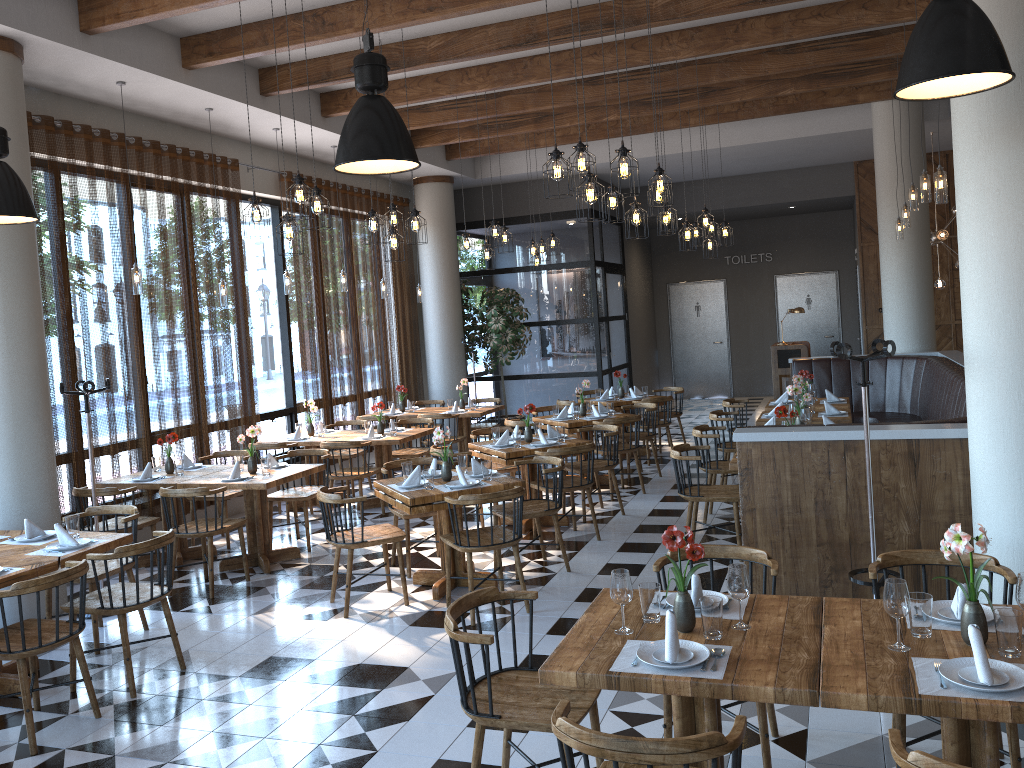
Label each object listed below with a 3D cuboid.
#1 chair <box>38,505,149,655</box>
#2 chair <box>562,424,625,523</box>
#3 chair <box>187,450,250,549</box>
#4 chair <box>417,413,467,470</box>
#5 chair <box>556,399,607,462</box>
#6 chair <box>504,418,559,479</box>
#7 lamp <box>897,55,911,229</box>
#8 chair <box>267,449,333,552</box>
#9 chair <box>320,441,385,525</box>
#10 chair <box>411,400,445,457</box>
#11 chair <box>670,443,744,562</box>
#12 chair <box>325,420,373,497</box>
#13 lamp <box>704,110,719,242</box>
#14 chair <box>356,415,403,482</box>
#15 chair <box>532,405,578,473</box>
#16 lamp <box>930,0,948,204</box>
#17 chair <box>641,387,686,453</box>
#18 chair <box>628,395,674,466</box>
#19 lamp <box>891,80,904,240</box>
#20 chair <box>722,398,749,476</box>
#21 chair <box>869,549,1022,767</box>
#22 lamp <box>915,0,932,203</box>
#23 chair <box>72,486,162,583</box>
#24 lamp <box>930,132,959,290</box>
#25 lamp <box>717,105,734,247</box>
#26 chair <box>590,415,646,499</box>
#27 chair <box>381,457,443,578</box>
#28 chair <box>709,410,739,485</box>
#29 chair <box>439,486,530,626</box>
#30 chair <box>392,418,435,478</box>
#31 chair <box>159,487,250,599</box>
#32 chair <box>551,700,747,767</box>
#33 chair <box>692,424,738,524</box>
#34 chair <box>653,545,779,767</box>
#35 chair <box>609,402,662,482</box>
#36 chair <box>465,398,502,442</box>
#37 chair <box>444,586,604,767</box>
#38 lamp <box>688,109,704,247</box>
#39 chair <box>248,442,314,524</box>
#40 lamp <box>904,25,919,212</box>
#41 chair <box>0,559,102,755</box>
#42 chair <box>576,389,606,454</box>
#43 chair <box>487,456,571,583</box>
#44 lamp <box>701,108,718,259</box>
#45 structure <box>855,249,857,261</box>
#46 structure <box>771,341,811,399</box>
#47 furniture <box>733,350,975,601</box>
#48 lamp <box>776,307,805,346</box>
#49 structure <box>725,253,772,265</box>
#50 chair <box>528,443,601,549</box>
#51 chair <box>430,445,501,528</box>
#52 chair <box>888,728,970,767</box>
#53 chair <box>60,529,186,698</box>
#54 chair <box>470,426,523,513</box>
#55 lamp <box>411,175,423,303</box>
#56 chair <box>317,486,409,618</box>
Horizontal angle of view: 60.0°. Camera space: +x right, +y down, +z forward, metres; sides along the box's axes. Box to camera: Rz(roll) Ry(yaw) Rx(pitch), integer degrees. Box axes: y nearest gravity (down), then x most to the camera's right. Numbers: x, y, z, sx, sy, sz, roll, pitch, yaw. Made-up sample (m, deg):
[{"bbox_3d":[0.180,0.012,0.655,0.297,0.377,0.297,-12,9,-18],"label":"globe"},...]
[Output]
[{"bbox_3d":[-2.694,1.246,5.740,0.519,0.816,0.551,-3,3,20],"label":"chair"},{"bbox_3d":[0.755,0.820,8.308,0.550,0.816,0.519,-5,3,-25],"label":"chair"},{"bbox_3d":[-2.679,1.062,8.228,0.519,0.816,0.551,-3,3,20],"label":"chair"},{"bbox_3d":[-0.843,0.747,10.800,0.519,0.816,0.551,-3,3,20],"label":"chair"},{"bbox_3d":[0.873,0.593,11.286,0.550,0.816,0.519,-5,3,-25],"label":"chair"},{"bbox_3d":[0.225,0.768,9.512,0.550,0.816,0.519,-5,3,-25],"label":"chair"},{"bbox_3d":[4.012,-2.590,9.131,0.078,1.961,0.078,-4,2,6],"label":"lamp"},{"bbox_3d":[-1.889,1.029,7.937,0.519,0.816,0.551,-3,3,20],"label":"chair"},{"bbox_3d":[-1.582,0.946,8.778,0.519,0.816,0.551,-3,3,20],"label":"chair"},{"bbox_3d":[-1.187,0.659,12.316,0.519,0.816,0.551,-3,3,20],"label":"chair"},{"bbox_3d":[1.507,0.884,6.738,0.549,0.816,0.521,-3,3,20],"label":"chair"},{"bbox_3d":[-1.925,0.858,10.293,0.519,0.816,0.551,-3,3,20],"label":"chair"},{"bbox_3d":[2.449,-2.830,11.114,0.175,2.068,0.175,-5,2,-26],"label":"lamp"},{"bbox_3d":[-1.634,0.779,11.091,0.519,0.816,0.551,-3,3,20],"label":"chair"},{"bbox_3d":[0.538,0.684,10.367,0.520,0.816,0.550,-5,3,-25],"label":"chair"},{"bbox_3d":[2.914,-2.229,6.114,0.078,1.961,0.078,-5,2,-29],"label":"lamp"},{"bbox_3d":[2.039,0.471,11.850,0.550,0.816,0.519,-5,3,-25],"label":"chair"},{"bbox_3d":[1.727,0.557,10.971,0.520,0.816,0.550,-5,3,-25],"label":"chair"},{"bbox_3d":[4.376,-2.629,10.118,0.078,1.961,0.078,-5,2,-38],"label":"lamp"},{"bbox_3d":[2.640,0.578,9.840,0.549,0.816,0.521,-3,3,20],"label":"chair"},{"bbox_3d":[1.682,1.116,3.428,0.519,0.816,0.551,-3,3,20],"label":"chair"},{"bbox_3d":[3.274,-2.442,7.117,0.078,1.961,0.078,-2,2,39],"label":"lamp"},{"bbox_3d":[-3.127,1.183,7.004,0.519,0.816,0.551,-3,3,20],"label":"chair"},{"bbox_3d":[5.919,-2.413,12.373,1.162,2.189,1.187,-5,2,-18],"label":"lamp"},{"bbox_3d":[2.535,-2.709,10.748,0.175,2.068,0.175,-3,2,31],"label":"lamp"},{"bbox_3d":[1.079,0.732,9.197,0.520,0.816,0.550,-5,3,-25],"label":"chair"},{"bbox_3d":[-0.716,1.022,6.934,0.520,0.816,0.550,-5,3,-25],"label":"chair"},{"bbox_3d":[2.262,0.680,8.806,0.549,0.816,0.521,-3,3,20],"label":"chair"},{"bbox_3d":[-0.174,1.071,5.764,0.520,0.816,0.550,-5,3,-25],"label":"chair"},{"bbox_3d":[-1.134,0.825,10.002,0.519,0.816,0.551,-3,3,20],"label":"chair"},{"bbox_3d":[-2.336,1.150,6.712,0.519,0.816,0.551,-3,3,20],"label":"chair"},{"bbox_3d":[0.414,1.273,2.481,0.519,0.816,0.551,-3,3,20],"label":"chair"},{"bbox_3d":[1.885,0.782,7.772,0.549,0.816,0.521,-3,3,20],"label":"chair"},{"bbox_3d":[0.870,1.150,3.727,0.519,0.816,0.551,-3,3,20],"label":"chair"},{"bbox_3d":[1.392,0.648,10.052,0.550,0.816,0.519,-5,3,-25],"label":"chair"},{"bbox_3d":[-0.396,0.626,12.024,0.519,0.816,0.551,-3,3,20],"label":"chair"},{"bbox_3d":[0.053,1.235,3.335,0.549,0.816,0.521,-3,3,20],"label":"chair"},{"bbox_3d":[2.248,-2.757,11.076,0.175,2.068,0.175,-5,2,-37],"label":"lamp"},{"bbox_3d":[-2.373,0.979,9.069,0.519,0.816,0.551,-3,3,20],"label":"chair"},{"bbox_3d":[3.668,-2.583,8.201,0.078,1.961,0.078,-5,2,-35],"label":"lamp"},{"bbox_3d":[-2.389,1.324,4.403,0.549,0.816,0.521,-3,3,20],"label":"chair"},{"bbox_3d":[1.185,0.508,12.141,0.520,0.816,0.550,-5,3,-25],"label":"chair"},{"bbox_3d":[0.138,0.987,6.619,0.550,0.816,0.519,-5,3,-25],"label":"chair"},{"bbox_3d":[2.383,-2.579,10.905,0.175,2.068,0.175,-5,2,-26],"label":"lamp"},{"bbox_3d":[6.124,-2.297,15.756,0.025,0.196,0.567,-3,4,20],"label":"structure"},{"bbox_3d":[3.875,0.094,11.965,0.645,1.298,1.048,-3,3,20],"label":"structure"},{"bbox_3d":[3.328,0.511,7.835,1.916,1.148,6.605,-3,4,20],"label":"furniture"},{"bbox_3d":[3.674,-0.628,11.705,0.445,0.755,0.170,-4,2,-5],"label":"lamp"},{"bbox_3d":[4.692,-2.483,17.593,0.915,0.166,0.035,-2,2,20],"label":"structure"},{"bbox_3d":[0.442,0.905,7.453,0.520,0.816,0.550,-5,3,-25],"label":"chair"},{"bbox_3d":[-0.412,0.940,7.768,0.550,0.816,0.519,-5,3,-25],"label":"chair"},{"bbox_3d":[1.227,1.239,2.181,0.519,0.816,0.551,-3,3,20],"label":"chair"},{"bbox_3d":[-2.173,1.265,4.994,0.549,0.816,0.521,-3,3,20],"label":"chair"},{"bbox_3d":[-0.100,0.856,8.623,0.520,0.816,0.550,-5,3,-25],"label":"chair"},{"bbox_3d":[-1.358,-2.127,12.462,0.078,1.961,0.078,-5,2,-38],"label":"lamp"},{"bbox_3d":[-1.029,1.107,6.079,0.550,0.816,0.519,-5,3,-25],"label":"chair"}]
